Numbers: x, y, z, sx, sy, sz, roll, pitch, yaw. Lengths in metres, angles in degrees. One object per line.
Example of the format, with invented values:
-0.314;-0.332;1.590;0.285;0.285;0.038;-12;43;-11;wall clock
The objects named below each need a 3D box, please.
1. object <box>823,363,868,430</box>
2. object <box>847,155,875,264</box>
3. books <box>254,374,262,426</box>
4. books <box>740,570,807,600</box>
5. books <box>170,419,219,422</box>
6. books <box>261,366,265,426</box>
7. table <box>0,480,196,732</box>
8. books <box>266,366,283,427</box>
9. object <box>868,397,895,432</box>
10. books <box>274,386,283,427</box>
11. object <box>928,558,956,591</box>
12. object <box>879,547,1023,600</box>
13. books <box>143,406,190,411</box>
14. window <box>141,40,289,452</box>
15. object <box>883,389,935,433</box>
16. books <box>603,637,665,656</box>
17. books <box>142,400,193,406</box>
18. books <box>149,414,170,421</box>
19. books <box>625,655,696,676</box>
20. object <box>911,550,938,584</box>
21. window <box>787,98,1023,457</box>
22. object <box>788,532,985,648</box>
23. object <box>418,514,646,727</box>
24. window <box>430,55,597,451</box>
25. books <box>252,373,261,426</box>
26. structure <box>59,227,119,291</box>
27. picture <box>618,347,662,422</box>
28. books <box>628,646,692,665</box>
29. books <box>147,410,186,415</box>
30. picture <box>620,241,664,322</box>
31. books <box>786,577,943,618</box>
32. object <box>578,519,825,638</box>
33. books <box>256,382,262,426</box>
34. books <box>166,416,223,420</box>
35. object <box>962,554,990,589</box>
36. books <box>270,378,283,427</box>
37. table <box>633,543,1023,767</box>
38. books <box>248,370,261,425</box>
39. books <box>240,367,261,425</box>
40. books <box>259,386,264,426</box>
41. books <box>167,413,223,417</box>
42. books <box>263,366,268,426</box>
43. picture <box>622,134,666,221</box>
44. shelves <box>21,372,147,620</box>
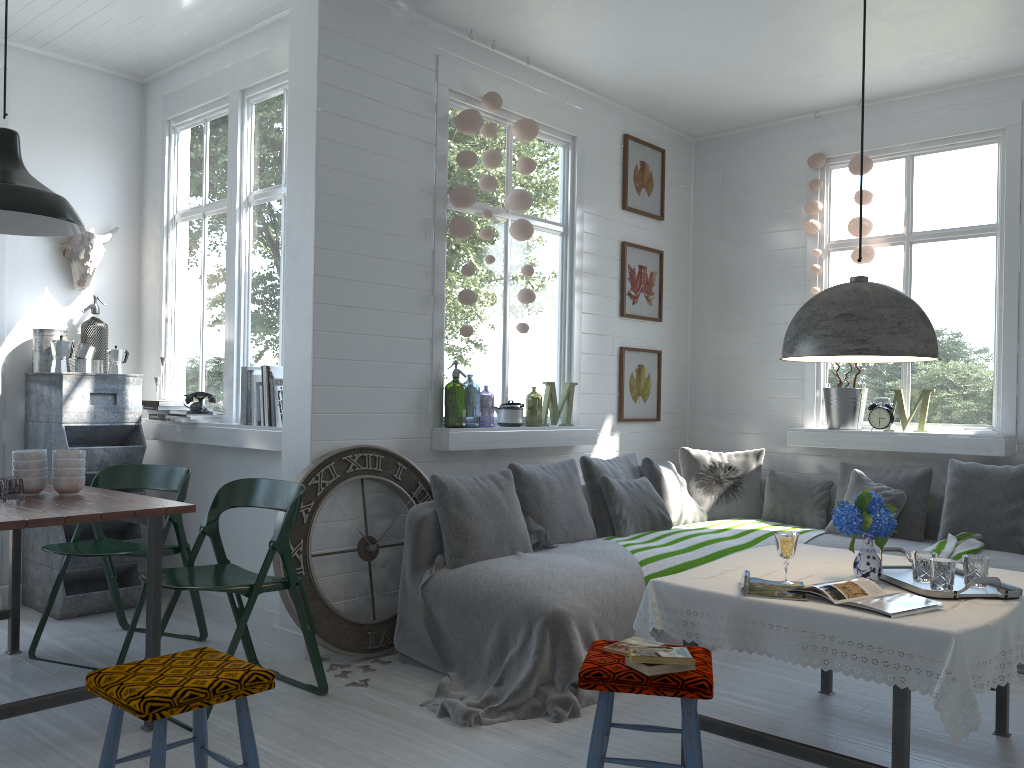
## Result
2.340;-0.134;6.352;0.635;0.936;0.848;1;0;-1;object
2.581;-0.989;6.575;0.197;1.426;0.200;1;0;-8;object
-1.435;0.099;5.246;0.040;0.305;0.194;1;0;42;books
0.967;0.745;3.283;0.229;0.043;0.300;1;-1;16;books
-2.044;0.234;5.710;0.232;0.017;0.313;2;-1;-33;books
-1.373;0.074;5.187;0.049;0.355;0.194;1;0;42;books
-2.346;0.965;3.933;1.695;0.930;1.171;0;-1;39;table
-1.330;0.075;5.154;0.063;0.354;0.204;1;0;42;books
2.643;0.218;6.348;0.182;0.250;0.075;1;0;42;object
-1.289;0.132;5.099;0.058;0.240;0.148;1;0;42;books
1.600;0.712;3.300;0.095;0.119;0.095;1;0;-24;object
1.665;0.740;3.490;0.398;0.092;0.651;1;-1;-6;object
-2.288;0.160;5.943;0.262;0.028;0.320;2;-1;-38;books
-1.794;-0.821;5.578;1.872;2.398;0.254;1;0;42;window
2.840;0.193;6.342;0.330;0.311;0.052;1;0;32;object
0.418;0.898;3.027;0.133;0.012;0.189;0;-1;40;books
-2.313;0.130;5.931;0.296;0.035;0.236;0;-1;44;books
-2.261;0.223;5.975;0.320;0.040;0.236;0;-1;44;books
0.472;0.886;2.822;0.182;0.030;0.128;2;-1;-26;books
1.609;0.715;3.463;0.095;0.119;0.095;1;0;26;object
2.790;-0.723;6.379;1.482;2.398;0.378;1;0;42;window
2.370;1.119;5.242;1.581;0.833;0.622;1;0;-24;object
0.113;1.099;4.665;1.212;0.924;1.684;1;-1;-8;object
0.046;-0.781;5.911;0.254;2.398;1.482;1;0;42;window
-1.452;0.094;5.260;0.025;0.315;0.199;1;0;42;books
-2.915;-0.878;6.049;0.189;0.471;0.491;1;0;44;structure
1.024;0.009;7.056;0.036;0.580;0.556;1;0;42;picture
0.469;0.860;2.824;0.189;0.022;0.133;1;-1;3;books
-2.274;0.189;5.976;0.299;0.028;0.236;0;-1;40;books
1.039;-0.804;7.055;0.036;0.580;0.556;1;0;42;picture
1.240;0.741;3.136;0.300;0.049;0.422;2;-1;-33;books
0.915;1.193;5.411;1.043;0.473;3.165;0;-1;42;object
-1.428;0.120;5.195;0.056;0.262;0.137;1;0;42;books
-2.046;0.216;5.715;0.307;0.017;0.232;0;-1;40;books
1.771;0.717;3.386;0.095;0.119;0.095;1;0;-24;object
-1.315;0.110;5.123;0.061;0.283;0.166;1;0;42;books
1.382;1.134;3.585;1.327;0.725;1.671;0;-1;43;table
-1.479;0.084;5.277;0.060;0.333;0.187;1;0;42;books
-1.524;0.075;5.320;0.065;0.351;0.194;1;0;42;books
-1.407;0.131;5.172;0.054;0.240;0.122;1;0;42;books
-2.038;0.201;5.719;0.250;0.014;0.311;2;-1;-42;books
-1.354;0.075;5.173;0.070;0.352;0.194;1;0;42;books
1.054;-1.634;7.054;0.036;0.580;0.556;1;0;42;picture
-2.787;0.691;5.776;0.679;1.515;0.513;1;0;42;shelves
